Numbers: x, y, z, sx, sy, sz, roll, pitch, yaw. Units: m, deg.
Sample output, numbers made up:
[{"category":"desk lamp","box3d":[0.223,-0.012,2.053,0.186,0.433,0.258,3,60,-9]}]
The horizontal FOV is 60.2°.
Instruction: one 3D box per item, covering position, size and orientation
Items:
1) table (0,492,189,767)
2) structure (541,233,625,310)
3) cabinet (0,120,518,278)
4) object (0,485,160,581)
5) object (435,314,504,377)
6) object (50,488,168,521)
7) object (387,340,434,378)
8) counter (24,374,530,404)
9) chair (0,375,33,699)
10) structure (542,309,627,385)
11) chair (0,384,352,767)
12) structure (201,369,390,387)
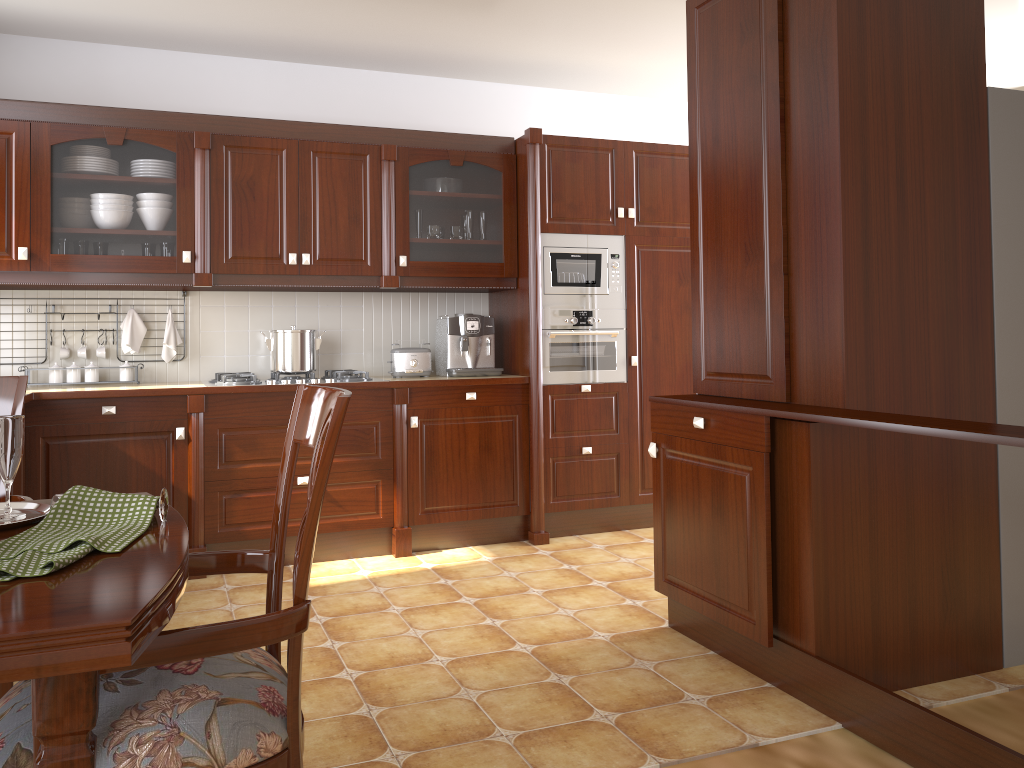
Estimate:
[{"category":"table","box3d":[-1.205,0.503,0.856,1.678,0.559,0.735,-2,2,-21]},{"category":"structure","box3d":[0.301,-0.580,4.652,0.495,0.386,0.316,-1,0,-21]},{"category":"cabinet","box3d":[-1.027,-0.802,3.379,2.781,0.780,1.368,-2,2,-21]},{"category":"object","box3d":[-0.573,0.172,1.197,0.166,0.056,0.528,-1,3,-8]},{"category":"object","box3d":[-0.225,-0.203,4.558,0.274,0.322,0.323,-1,1,-21]},{"category":"object","box3d":[-0.565,0.172,1.243,0.146,0.046,0.046,-1,1,-8]},{"category":"object","box3d":[-0.509,-0.128,4.454,0.243,0.189,0.140,-1,0,-21]},{"category":"counter","box3d":[-1.089,0.038,3.544,2.784,0.032,1.825,-2,3,-21]},{"category":"chair","box3d":[-1.131,0.368,1.687,0.404,0.747,0.459,-1,0,-24]},{"category":"structure","box3d":[0.364,-0.192,4.495,0.494,0.376,0.041,-1,-1,-21]},{"category":"chair","box3d":[-0.445,0.387,1.159,0.459,0.747,0.404,-1,0,-21]},{"category":"structure","box3d":[-1.042,-0.033,4.216,0.816,0.046,0.590,-2,3,-21]}]
